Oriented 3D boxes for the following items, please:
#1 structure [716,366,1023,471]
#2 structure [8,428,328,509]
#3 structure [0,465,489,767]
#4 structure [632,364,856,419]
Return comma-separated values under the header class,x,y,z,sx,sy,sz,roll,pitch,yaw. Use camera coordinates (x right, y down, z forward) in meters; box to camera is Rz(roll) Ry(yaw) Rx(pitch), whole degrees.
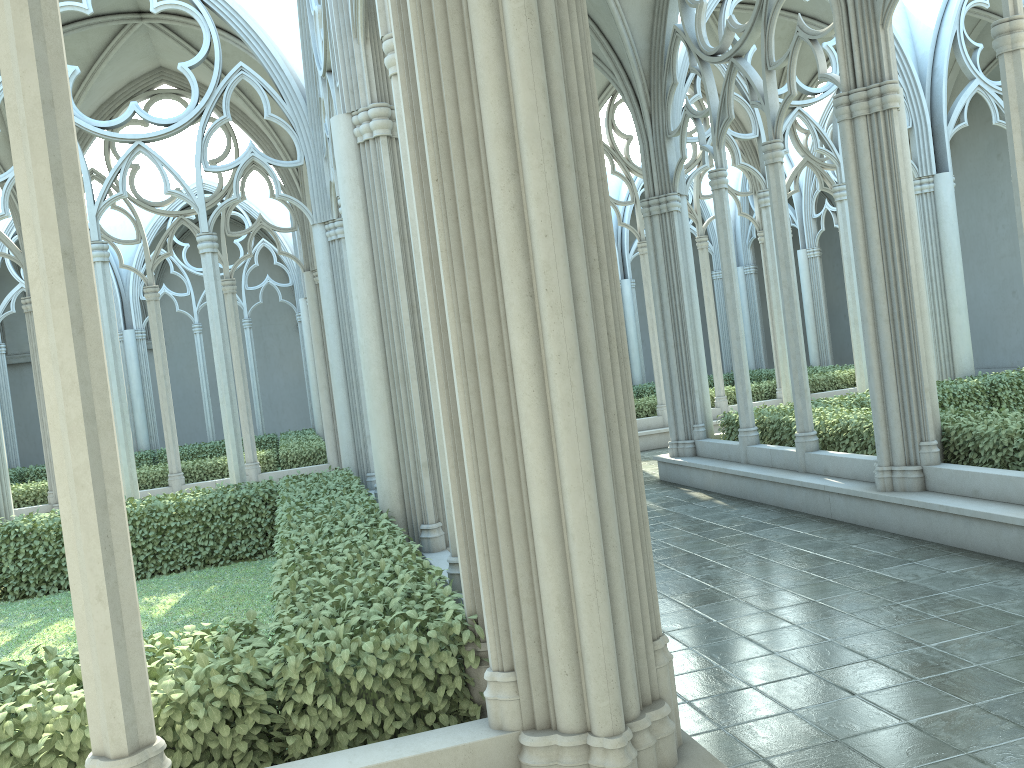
class,x,y,z,sx,sy,sz,roll,pitch,yaw
structure,7.719,0.286,9.807,7.995,0.963,8.018,-7,1,-14
structure,-8.117,2.045,19.187,7.995,0.963,8.018,-7,1,-14
structure,-4.839,1.905,6.541,7.995,0.963,8.018,-7,1,-14
structure,4.451,0.425,22.456,7.995,0.963,8.018,-7,1,-14
